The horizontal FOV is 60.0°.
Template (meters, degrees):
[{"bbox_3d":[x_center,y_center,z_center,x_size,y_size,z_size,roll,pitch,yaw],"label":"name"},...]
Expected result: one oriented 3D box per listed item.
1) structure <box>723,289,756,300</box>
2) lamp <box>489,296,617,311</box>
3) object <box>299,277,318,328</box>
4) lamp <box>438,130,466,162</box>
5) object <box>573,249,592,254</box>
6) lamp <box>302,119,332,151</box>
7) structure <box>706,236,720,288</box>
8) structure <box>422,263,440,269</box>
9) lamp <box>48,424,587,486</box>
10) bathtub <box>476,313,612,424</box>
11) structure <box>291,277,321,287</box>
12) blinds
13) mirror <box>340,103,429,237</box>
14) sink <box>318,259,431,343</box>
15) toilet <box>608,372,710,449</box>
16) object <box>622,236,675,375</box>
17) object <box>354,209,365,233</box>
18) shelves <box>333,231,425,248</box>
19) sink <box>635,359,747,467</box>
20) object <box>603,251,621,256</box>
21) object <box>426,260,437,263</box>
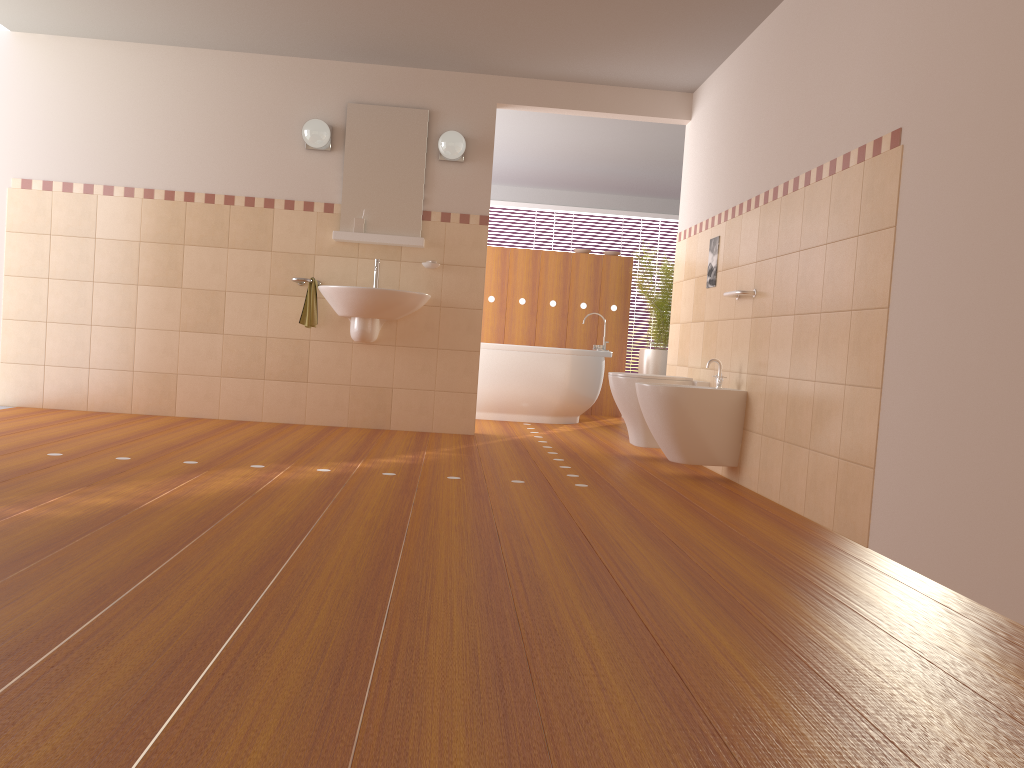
[{"bbox_3d":[1.107,-0.441,4.346,0.091,0.042,0.295,4,3,-4],"label":"structure"},{"bbox_3d":[0.371,-0.728,8.028,1.169,0.052,0.001,4,3,-4],"label":"lamp"},{"bbox_3d":[-1.209,-0.491,5.389,0.085,0.306,0.181,5,3,12],"label":"object"},{"bbox_3d":[-0.370,-1.470,5.466,0.173,0.173,0.209,4,3,-4],"label":"lamp"},{"bbox_3d":[0.647,-1.210,8.156,0.173,0.046,0.173,4,3,-4],"label":"object"},{"bbox_3d":[-1.191,-1.524,5.409,0.173,0.173,0.209,4,3,-4],"label":"lamp"},{"bbox_3d":[1.119,-0.677,4.940,0.005,0.279,0.170,4,3,-4],"label":"structure"},{"bbox_3d":[-0.508,-0.740,5.550,0.117,0.029,0.092,4,3,-4],"label":"structure"},{"bbox_3d":[-1.344,0.271,5.189,3.173,0.001,2.893,4,3,-4],"label":"lamp"},{"bbox_3d":[-0.120,-0.184,7.202,1.874,0.900,0.888,4,3,-4],"label":"bathtub"},{"bbox_3d":[-1.257,-0.623,5.384,0.142,0.042,0.333,4,3,-4],"label":"structure"},{"bbox_3d":[-0.078,-0.867,9.507,4.712,2.022,0.032,4,3,-4],"label":"blinds"},{"bbox_3d":[-0.796,-1.329,5.532,0.502,0.799,0.008,4,3,-4],"label":"mirror"},{"bbox_3d":[-0.836,-0.505,5.318,0.683,0.516,0.539,4,3,-4],"label":"sink"},{"bbox_3d":[0.798,0.150,5.018,0.534,0.400,0.375,4,3,-4],"label":"toilet"},{"bbox_3d":[1.399,-0.432,7.742,0.683,1.557,1.335,5,3,28],"label":"object"},{"bbox_3d":[-0.940,-1.002,5.479,0.063,0.149,0.073,4,3,-4],"label":"object"},{"bbox_3d":[-0.823,-0.896,5.499,0.554,0.050,0.138,4,3,-4],"label":"shelves"},{"bbox_3d":[0.854,0.125,4.356,0.515,0.517,0.335,4,3,-4],"label":"sink"},{"bbox_3d":[0.918,-1.192,8.175,0.173,0.046,0.173,4,3,-4],"label":"object"},{"bbox_3d":[-0.505,-0.762,5.550,0.050,0.023,0.075,2,3,-39],"label":"object"}]
